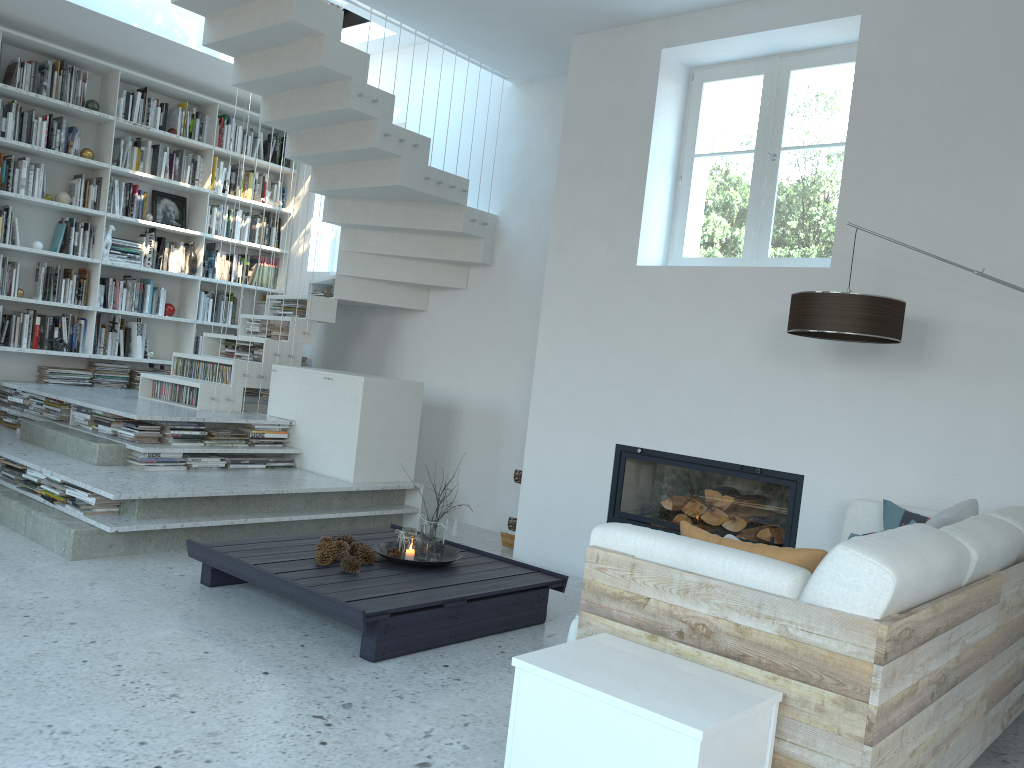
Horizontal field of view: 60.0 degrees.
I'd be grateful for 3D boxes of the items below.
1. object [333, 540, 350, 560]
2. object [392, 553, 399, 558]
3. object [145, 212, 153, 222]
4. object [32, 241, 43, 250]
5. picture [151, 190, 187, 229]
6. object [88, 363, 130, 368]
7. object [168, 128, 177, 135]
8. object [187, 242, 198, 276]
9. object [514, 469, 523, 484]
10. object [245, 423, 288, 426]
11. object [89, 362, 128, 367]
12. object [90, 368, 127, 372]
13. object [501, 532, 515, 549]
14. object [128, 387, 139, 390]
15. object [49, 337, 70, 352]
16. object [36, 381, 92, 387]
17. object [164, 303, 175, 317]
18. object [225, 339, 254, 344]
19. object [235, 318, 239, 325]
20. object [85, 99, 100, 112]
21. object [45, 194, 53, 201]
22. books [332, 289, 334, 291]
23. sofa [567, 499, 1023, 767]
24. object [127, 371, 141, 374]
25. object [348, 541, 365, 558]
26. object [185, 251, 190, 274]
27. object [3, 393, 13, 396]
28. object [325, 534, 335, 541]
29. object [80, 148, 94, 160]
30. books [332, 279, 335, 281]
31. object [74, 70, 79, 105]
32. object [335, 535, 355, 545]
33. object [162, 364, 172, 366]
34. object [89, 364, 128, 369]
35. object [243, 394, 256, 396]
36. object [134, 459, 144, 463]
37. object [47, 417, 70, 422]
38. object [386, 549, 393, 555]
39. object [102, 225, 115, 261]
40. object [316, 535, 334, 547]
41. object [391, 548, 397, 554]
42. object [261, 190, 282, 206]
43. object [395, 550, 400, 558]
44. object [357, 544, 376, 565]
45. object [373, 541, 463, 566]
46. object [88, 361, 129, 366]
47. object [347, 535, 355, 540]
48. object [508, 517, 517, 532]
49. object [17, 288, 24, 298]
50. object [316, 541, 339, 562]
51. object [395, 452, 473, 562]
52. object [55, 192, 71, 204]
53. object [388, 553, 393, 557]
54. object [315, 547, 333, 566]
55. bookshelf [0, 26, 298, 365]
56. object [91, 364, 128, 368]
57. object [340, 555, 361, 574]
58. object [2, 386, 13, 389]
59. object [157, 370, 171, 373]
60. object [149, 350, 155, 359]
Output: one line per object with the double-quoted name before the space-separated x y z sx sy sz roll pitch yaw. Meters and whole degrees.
"object" -0.793 0.765 4.081 0.094 0.108 0.108 7 1 8
"object" -0.545 0.811 4.165 0.035 0.035 0.030 6 1 -26
"object" -2.989 -1.360 7.261 0.091 0.092 0.091 6 1 -1
"object" -3.549 -1.034 6.636 0.071 0.072 0.071 6 1 -1
"picture" -2.894 -1.457 7.489 0.077 0.300 0.300 8 2 41
"object" -3.273 -0.153 7.189 0.159 0.005 0.285 7 1 41
"object" -2.790 -2.066 7.285 0.071 0.072 0.071 6 1 -1
"object" -2.694 -1.054 7.478 0.087 0.288 0.075 6 2 -14
"object" 0.211 0.612 5.539 0.442 0.094 0.096 7 1 37
"object" -1.665 0.253 5.931 0.177 0.030 0.284 7 1 41
"object" -3.270 -0.158 7.187 0.160 0.006 0.254 7 1 42
"object" -3.279 -0.116 7.187 0.160 0.006 0.254 7 1 41
"object" 0.227 1.041 5.671 0.641 0.108 0.134 7 1 29
"object" -3.053 0.043 7.476 0.207 0.008 0.328 7 1 41
"object" -3.425 -0.300 6.716 0.064 0.114 0.160 7 1 28
"object" -3.501 0.001 6.929 0.193 0.007 0.346 7 1 36
"object" -2.904 -0.623 7.482 0.115 0.116 0.115 7 1 18
"object" -2.129 -0.332 6.935 0.174 0.025 0.161 7 1 44
"object" -2.487 -0.561 7.982 0.071 0.072 0.071 6 1 -1
"object" -3.213 -2.123 6.787 0.104 0.105 0.104 6 1 -1
"object" -3.494 -1.396 6.676 0.068 0.068 0.068 7 1 18
"books" -1.306 -0.737 7.036 0.192 0.006 0.298 6 1 -24
"sofa" 1.159 0.814 3.028 0.870 0.854 2.196 8 1 41
"object" -3.039 -0.087 7.472 0.207 0.008 0.328 7 1 41
"object" -0.737 0.778 4.153 0.106 0.086 0.091 6 1 -35
"object" -2.801 -1.032 7.570 0.178 0.212 0.022 8 2 41
"object" -3.699 0.079 6.630 0.221 0.011 0.135 7 1 45
"object" -0.875 0.767 4.266 0.098 0.084 0.078 8 2 41
"object" -3.259 -1.757 6.801 0.100 0.102 0.100 7 1 18
"books" -1.220 -0.776 6.810 0.300 0.007 0.158 6 1 -24
"object" -3.350 -2.235 6.761 0.129 0.298 0.006 8 2 40
"object" -0.787 0.763 4.199 0.099 0.102 0.097 7 1 11
"object" -2.895 -0.164 7.558 0.209 0.015 0.130 7 1 40
"object" -3.274 -0.142 7.189 0.160 0.006 0.254 7 1 41
"object" -2.542 0.084 8.080 0.368 0.007 0.205 6 1 -39
"object" -2.120 0.456 5.273 0.139 0.004 0.204 7 1 44
"object" -3.046 0.240 6.054 0.266 0.010 0.145 7 1 37
"object" -0.583 0.805 4.237 0.030 0.035 0.035 8 2 39
"object" -3.154 -1.098 6.910 0.087 0.288 0.075 6 2 -14
"object" -0.862 0.748 4.111 0.090 0.106 0.097 6 1 -28
"object" -0.571 0.806 4.280 0.031 0.035 0.031 8 2 41
"object" -2.173 -1.670 8.004 0.204 0.137 0.095 6 2 -33
"object" -0.537 0.807 4.197 0.038 0.043 0.039 7 1 11
"object" -0.668 0.787 4.070 0.083 0.100 0.092 5 2 -44
"object" -0.452 0.817 4.241 0.429 0.038 0.429 6 1 -9
"object" -3.262 -0.163 7.181 0.285 0.005 0.159 6 1 -44
"object" -0.780 0.771 4.263 0.078 0.101 0.086 7 1 15
"object" 0.173 0.914 5.543 0.442 0.094 0.096 7 1 37
"object" -3.673 -0.676 6.603 0.071 0.072 0.071 6 1 -1
"object" -0.845 0.765 4.030 0.114 0.101 0.110 7 1 23
"object" -0.354 0.585 4.186 0.309 0.522 0.435 6 1 -19
"object" -3.434 -1.413 6.778 0.111 0.113 0.111 7 1 18
"object" -0.571 0.811 4.197 0.026 0.027 0.030 7 1 7
"object" -0.839 0.776 3.955 0.082 0.085 0.082 6 2 -35
"bookshelf" -4.243 -0.972 5.829 0.330 3.143 6.300 8 2 41
"object" -3.273 -0.148 7.188 0.160 0.006 0.254 7 1 41
"object" -0.703 0.790 3.871 0.081 0.083 0.098 5 2 -44
"object" -3.690 0.027 6.632 0.290 0.025 0.131 7 1 43
"object" -2.908 -0.104 7.552 0.295 0.004 0.144 7 1 39
"object" -3.033 -0.247 7.429 0.071 0.072 0.071 6 1 -1
